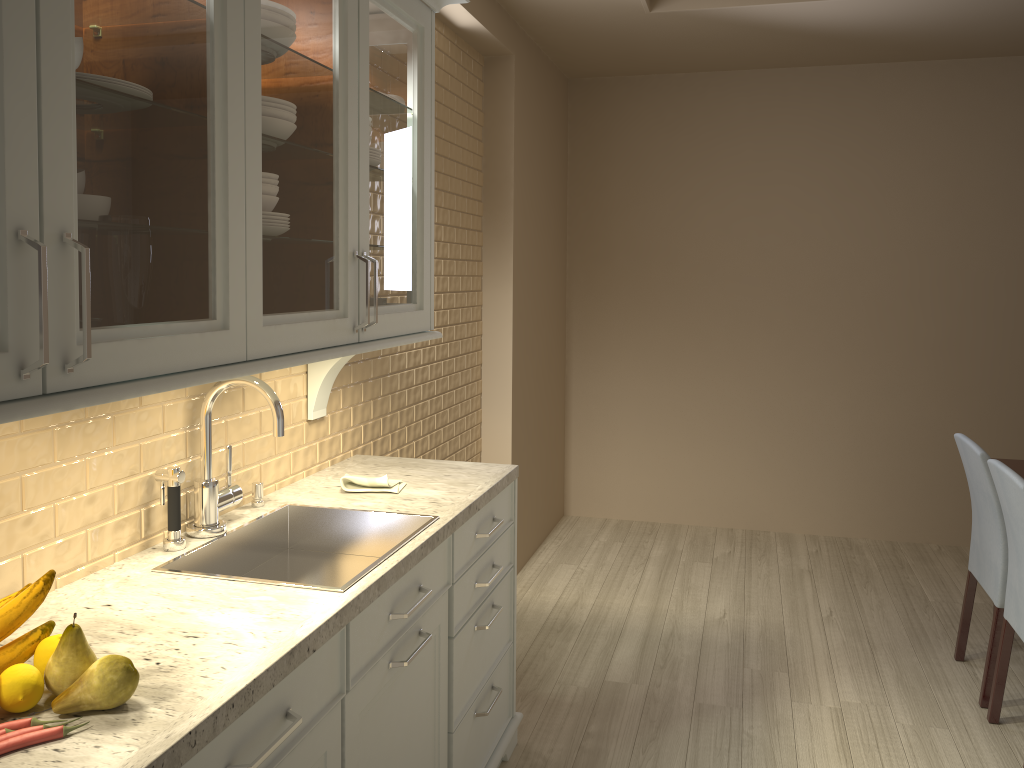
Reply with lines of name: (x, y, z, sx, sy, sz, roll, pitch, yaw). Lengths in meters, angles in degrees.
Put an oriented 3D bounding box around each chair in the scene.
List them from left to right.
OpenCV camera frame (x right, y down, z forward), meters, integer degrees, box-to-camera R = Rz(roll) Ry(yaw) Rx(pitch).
chair: (1.746, 0.599, 2.910, 0.506, 0.824, 0.401, 2, 4, 15)
chair: (1.628, 0.652, 2.470, 0.506, 0.824, 0.401, 2, 4, 15)

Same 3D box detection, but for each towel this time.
towel: (-0.355, 0.244, 2.262, 0.171, 0.050, 0.165, 1, 7, 1)

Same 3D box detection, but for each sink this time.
sink: (-0.409, 0.522, 1.796, 0.380, 0.413, 0.487, 2, 5, 15)

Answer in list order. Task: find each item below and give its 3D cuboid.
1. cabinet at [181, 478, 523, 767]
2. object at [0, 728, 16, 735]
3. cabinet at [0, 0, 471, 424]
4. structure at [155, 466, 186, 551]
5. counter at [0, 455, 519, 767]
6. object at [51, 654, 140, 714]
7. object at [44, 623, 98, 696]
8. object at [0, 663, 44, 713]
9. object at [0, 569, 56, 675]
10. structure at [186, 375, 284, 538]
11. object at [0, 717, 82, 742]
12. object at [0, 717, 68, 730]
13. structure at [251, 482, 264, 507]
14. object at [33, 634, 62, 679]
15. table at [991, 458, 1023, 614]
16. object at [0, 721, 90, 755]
cabinet: (-0.559, 0.765, 1.577, 0.638, 0.789, 2.231, 2, 7, 15)
object: (-0.598, 0.411, 0.979, 0.042, 0.012, 0.130, 2, 7, 15)
cabinet: (-0.563, -0.357, 1.498, 0.411, 1.107, 1.939, 1, 6, 15)
structure: (-0.669, 0.244, 1.736, 0.056, 0.161, 0.043, 1, 3, 15)
counter: (-0.518, 0.366, 1.537, 0.523, 0.035, 2.210, 2, 7, 15)
object: (-0.510, 0.373, 1.093, 0.066, 0.063, 0.095, 4, 7, 34)
object: (-0.564, 0.351, 1.132, 0.064, 0.097, 0.065, 1, 4, 11)
object: (-0.609, 0.376, 1.094, 0.055, 0.054, 0.066, -2, 6, -22)
object: (-0.709, 0.327, 1.150, 0.181, 0.136, 0.197, 0, 6, -3)
structure: (-0.563, 0.145, 1.833, 0.211, 0.335, 0.142, 2, 4, 25)
object: (-0.570, 0.407, 1.012, 0.030, 0.012, 0.149, 5, 8, 34)
object: (-0.596, 0.406, 1.018, 0.042, 0.013, 0.147, 7, 9, 44)
structure: (-0.592, 0.258, 2.060, 0.029, 0.056, 0.029, -1, 4, -20)
object: (-0.606, 0.366, 1.176, 0.056, 0.066, 0.053, 2, 5, 22)
table: (1.926, 0.736, 2.435, 0.751, 0.677, 1.768, 2, 7, 15)
object: (-0.558, 0.409, 0.998, 0.040, 0.013, 0.156, 4, 8, 30)
